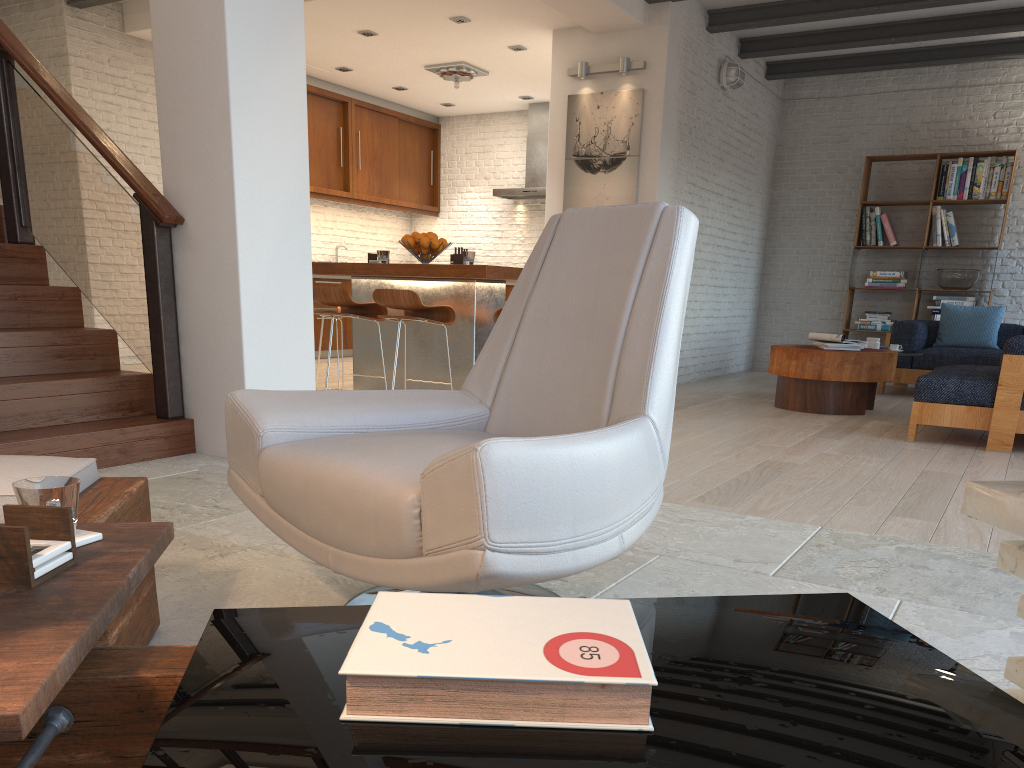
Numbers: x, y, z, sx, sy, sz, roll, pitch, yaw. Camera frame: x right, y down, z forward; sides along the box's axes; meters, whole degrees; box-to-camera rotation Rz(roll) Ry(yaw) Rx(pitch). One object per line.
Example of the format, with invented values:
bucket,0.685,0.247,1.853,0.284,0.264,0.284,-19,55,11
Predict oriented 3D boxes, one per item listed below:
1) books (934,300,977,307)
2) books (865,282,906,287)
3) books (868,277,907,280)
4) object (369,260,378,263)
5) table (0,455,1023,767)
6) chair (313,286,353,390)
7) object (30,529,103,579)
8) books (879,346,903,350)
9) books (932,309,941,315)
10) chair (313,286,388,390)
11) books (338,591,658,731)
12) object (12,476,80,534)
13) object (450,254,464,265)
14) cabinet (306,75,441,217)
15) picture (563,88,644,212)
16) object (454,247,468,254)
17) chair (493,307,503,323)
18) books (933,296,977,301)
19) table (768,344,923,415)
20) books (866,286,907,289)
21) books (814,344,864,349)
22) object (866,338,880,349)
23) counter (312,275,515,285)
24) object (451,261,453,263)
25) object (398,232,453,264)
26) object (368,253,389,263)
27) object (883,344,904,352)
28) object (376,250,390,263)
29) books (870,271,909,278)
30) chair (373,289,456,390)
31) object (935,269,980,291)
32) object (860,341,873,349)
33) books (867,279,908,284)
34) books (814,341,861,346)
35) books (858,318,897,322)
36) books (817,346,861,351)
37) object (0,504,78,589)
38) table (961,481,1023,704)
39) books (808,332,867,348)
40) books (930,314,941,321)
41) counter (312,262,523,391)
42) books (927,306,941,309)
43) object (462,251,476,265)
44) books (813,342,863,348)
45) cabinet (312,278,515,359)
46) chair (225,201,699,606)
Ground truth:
books,4.437,-0.804,8.739,0.376,0.067,0.238,5,7,24
books,3.858,-1.023,9.002,0.376,0.038,0.238,5,7,25
books,3.875,-1.089,8.990,0.352,0.021,0.265,5,7,28
object,-0.922,-0.834,5.999,0.284,0.036,0.200,6,7,30
table,-0.400,0.470,0.969,1.970,0.446,2.128,1,7,-9
chair,-1.309,-0.319,6.447,0.417,0.805,0.393,10,16,29
object,-0.754,0.231,1.263,0.271,0.036,0.240,2,6,2
books,3.135,-0.304,7.332,0.231,0.023,0.157,1,6,-12
books,4.398,-0.722,8.748,0.324,0.058,0.248,5,7,25
chair,-1.103,-0.236,5.731,0.399,0.805,0.410,10,16,29
books,-0.013,0.314,1.018,0.326,0.058,0.246,2,7,0
object,-0.697,0.189,1.314,0.091,0.088,0.088,0,11,-10
object,-0.349,-0.810,5.729,0.094,0.085,0.110,-1,10,-15
cabinet,-1.938,-2.606,9.628,0.455,1.206,3.264,10,11,30
picture,0.723,-1.805,7.048,0.647,1.055,0.019,9,17,28
object,-0.652,-1.525,10.967,0.318,0.390,0.064,8,16,28
chair,0.157,-0.182,5.627,0.417,0.805,0.393,10,16,29
books,4.433,-0.855,8.723,0.375,0.038,0.238,5,7,30
table,2.585,-0.076,6.969,1.060,0.463,1.794,8,9,36
books,3.869,-0.994,9.011,0.351,0.021,0.266,5,7,30
books,2.404,-0.277,6.423,0.252,0.011,0.307,2,6,0
object,2.828,-0.306,6.840,0.106,0.112,0.105,-9,15,-43
counter,-0.664,-1.116,9.275,3.481,0.073,3.255,5,7,30
object,-0.260,-0.773,5.639,0.390,0.036,0.194,6,8,33
object,-0.581,-0.903,5.847,0.366,0.230,0.350,1,9,-4
object,-0.927,-0.865,6.059,0.113,0.085,0.091,7,12,30
object,3.035,-0.282,6.938,0.153,0.059,0.263,5,7,23
object,-0.874,-0.862,5.922,0.090,0.088,0.088,7,12,27
books,3.882,-1.127,8.974,0.322,0.058,0.249,6,8,32
chair,-0.640,-0.193,5.472,0.399,0.805,0.410,10,16,29
object,4.432,-1.037,8.693,0.400,0.209,0.389,-1,9,-18
object,2.654,-0.295,6.598,0.145,0.058,0.170,5,8,19
books,3.865,-1.059,8.981,0.377,0.038,0.237,5,7,23
books,2.385,-0.297,6.399,0.252,0.011,0.307,2,6,5
books,3.822,-0.666,9.117,0.377,0.019,0.237,4,7,22
books,2.398,-0.265,6.412,0.252,0.011,0.308,3,6,10
object,-0.668,0.218,1.181,0.094,0.085,0.110,2,10,2
table,1.031,0.444,1.330,0.495,0.524,0.476,0,11,-10
books,2.416,-0.317,6.467,0.271,0.113,0.312,-2,8,-27
books,4.425,-0.660,8.762,0.378,0.067,0.237,4,7,17
counter,-0.251,-0.375,6.573,1.666,0.955,2.438,7,9,30
books,4.419,-0.760,8.740,0.439,0.021,0.266,5,7,30
object,-0.280,-0.808,5.603,0.089,0.088,0.089,-9,15,-44
books,2.390,-0.287,6.408,0.252,0.011,0.307,2,6,0
cabinet,-0.698,-1.695,9.563,4.782,2.946,2.178,1,12,-5
chair,-0.039,0.069,2.105,0.958,1.055,1.003,-9,15,-42
